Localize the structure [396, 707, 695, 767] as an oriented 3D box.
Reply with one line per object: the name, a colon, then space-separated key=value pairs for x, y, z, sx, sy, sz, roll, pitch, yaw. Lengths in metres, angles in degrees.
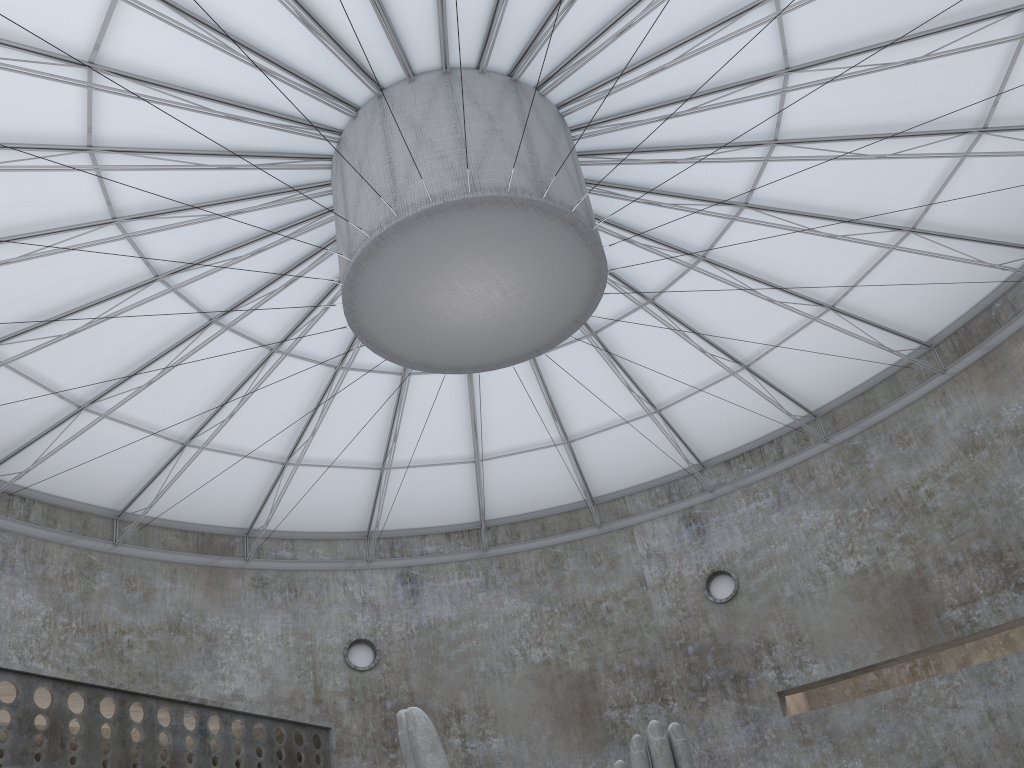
structure: x=3.167 y=7.392 z=15.437 sx=10.710 sy=5.570 sz=16.039 roll=0 pitch=-33 yaw=-16
